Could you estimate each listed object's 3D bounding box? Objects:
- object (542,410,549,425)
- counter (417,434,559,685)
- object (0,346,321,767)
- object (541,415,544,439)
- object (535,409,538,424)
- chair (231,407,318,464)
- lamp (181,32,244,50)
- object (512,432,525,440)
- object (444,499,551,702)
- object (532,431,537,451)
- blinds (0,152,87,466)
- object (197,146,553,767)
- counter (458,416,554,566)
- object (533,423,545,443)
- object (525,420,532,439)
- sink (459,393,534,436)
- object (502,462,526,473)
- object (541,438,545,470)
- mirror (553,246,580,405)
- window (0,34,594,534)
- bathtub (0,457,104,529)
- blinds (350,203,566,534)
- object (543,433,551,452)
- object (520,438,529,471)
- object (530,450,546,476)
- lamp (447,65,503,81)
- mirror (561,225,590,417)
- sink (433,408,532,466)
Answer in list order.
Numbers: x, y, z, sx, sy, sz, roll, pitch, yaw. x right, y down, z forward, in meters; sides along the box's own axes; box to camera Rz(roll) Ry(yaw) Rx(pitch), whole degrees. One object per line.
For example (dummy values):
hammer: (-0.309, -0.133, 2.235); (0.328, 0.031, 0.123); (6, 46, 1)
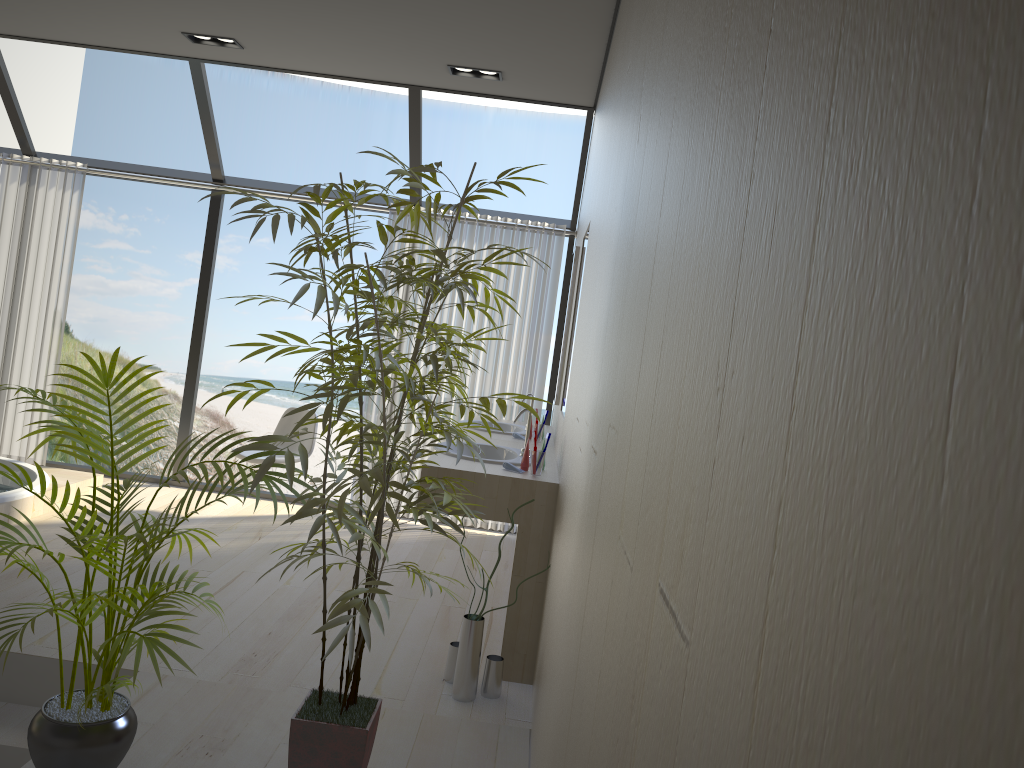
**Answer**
object: (0.159, 0.224, 4.727); (0.054, 0.175, 0.012); (7, -1, 27)
counter: (-0.106, 0.712, 3.994); (0.550, 0.791, 1.206); (8, 2, 2)
object: (-1.098, 0.455, 2.318); (0.919, 1.157, 0.748); (8, 1, 35)
object: (0.167, 0.240, 4.915); (0.038, 0.135, 0.039); (8, 0, -40)
object: (0.126, 0.219, 4.713); (0.012, 0.178, 0.049); (7, -1, 41)
chair: (-1.474, 0.330, 5.590); (0.370, 0.347, 0.453); (8, 2, 30)
lamp: (-1.685, -1.994, 5.011); (0.301, 0.112, 0.164); (8, 2, 2)
object: (0.046, 0.281, 4.759); (0.105, 0.029, 0.032); (10, 2, 42)
object: (-0.019, 0.777, 3.253); (0.406, 0.749, 0.274); (8, 0, -10)
object: (0.086, 0.273, 3.507); (0.012, 0.178, 0.049); (7, -1, 41)
blinds: (-3.585, -0.545, 6.024); (1.183, 2.071, 0.084); (8, -1, 2)
object: (-0.318, 0.269, 2.336); (0.789, 1.757, 0.932); (8, 0, 27)
counter: (-0.066, 0.659, 5.199); (0.550, 0.791, 1.206); (8, 2, 2)
object: (0.140, 0.263, 4.735); (0.058, 0.100, 0.058); (8, 0, 9)
object: (0.098, 0.235, 4.825); (0.038, 0.135, 0.039); (8, 0, -40)
sink: (-0.060, 0.243, 5.172); (0.504, 0.419, 0.574); (8, 2, 5)
object: (0.006, 0.335, 3.553); (0.105, 0.029, 0.032); (10, 2, 42)
object: (0.127, 0.294, 3.710); (0.039, 0.135, 0.039); (7, -1, 43)
mirror: (0.310, -0.330, 5.118); (0.023, 0.869, 0.653); (8, 1, 2)
window: (-1.925, -0.657, 5.778); (4.561, 2.815, 0.744); (8, 0, 2)
bathtub: (-3.491, 0.551, 4.744); (1.821, 0.698, 1.648); (8, 2, 2)
blinds: (-0.361, -0.109, 5.910); (1.183, 2.071, 0.084); (8, -1, 2)
object: (0.119, 0.278, 3.522); (0.054, 0.175, 0.012); (7, -1, 27)
object: (0.059, 0.289, 3.620); (0.039, 0.135, 0.039); (7, -1, 43)
object: (0.100, 0.316, 3.529); (0.058, 0.100, 0.058); (8, 0, 12)
lamp: (-0.198, -1.792, 4.959); (0.301, 0.112, 0.164); (8, 2, 2)
mirror: (0.303, -0.281, 4.082); (0.023, 0.869, 0.653); (8, 1, 2)
sink: (-0.099, 0.296, 3.966); (0.504, 0.419, 0.574); (8, 2, 5)
